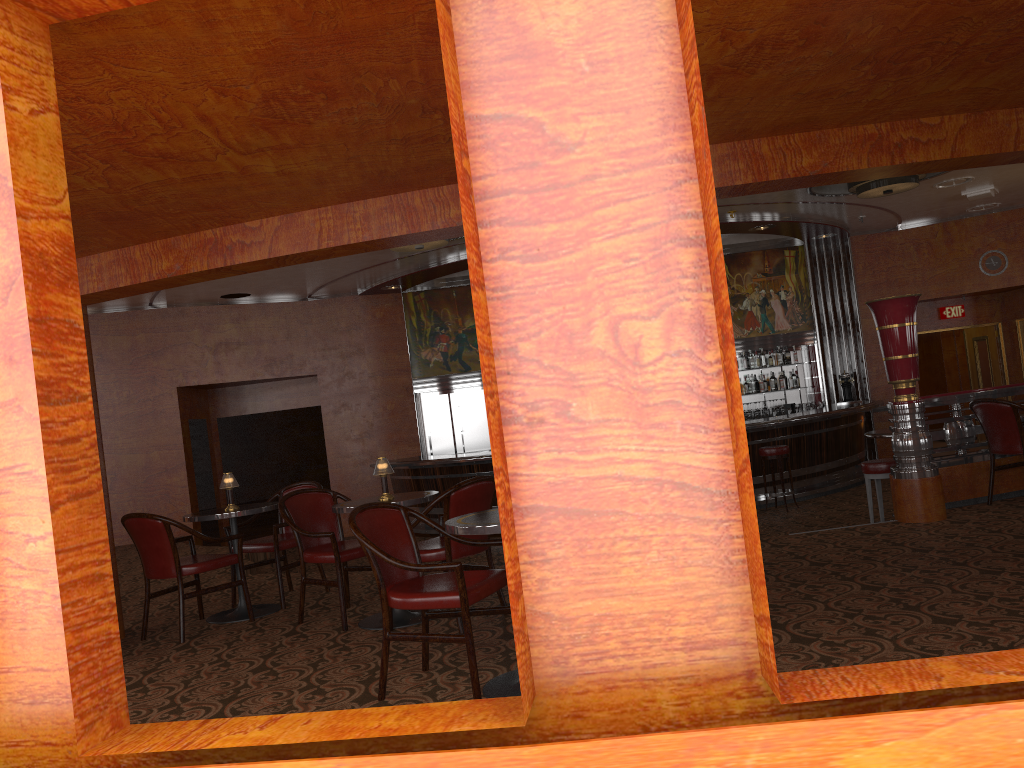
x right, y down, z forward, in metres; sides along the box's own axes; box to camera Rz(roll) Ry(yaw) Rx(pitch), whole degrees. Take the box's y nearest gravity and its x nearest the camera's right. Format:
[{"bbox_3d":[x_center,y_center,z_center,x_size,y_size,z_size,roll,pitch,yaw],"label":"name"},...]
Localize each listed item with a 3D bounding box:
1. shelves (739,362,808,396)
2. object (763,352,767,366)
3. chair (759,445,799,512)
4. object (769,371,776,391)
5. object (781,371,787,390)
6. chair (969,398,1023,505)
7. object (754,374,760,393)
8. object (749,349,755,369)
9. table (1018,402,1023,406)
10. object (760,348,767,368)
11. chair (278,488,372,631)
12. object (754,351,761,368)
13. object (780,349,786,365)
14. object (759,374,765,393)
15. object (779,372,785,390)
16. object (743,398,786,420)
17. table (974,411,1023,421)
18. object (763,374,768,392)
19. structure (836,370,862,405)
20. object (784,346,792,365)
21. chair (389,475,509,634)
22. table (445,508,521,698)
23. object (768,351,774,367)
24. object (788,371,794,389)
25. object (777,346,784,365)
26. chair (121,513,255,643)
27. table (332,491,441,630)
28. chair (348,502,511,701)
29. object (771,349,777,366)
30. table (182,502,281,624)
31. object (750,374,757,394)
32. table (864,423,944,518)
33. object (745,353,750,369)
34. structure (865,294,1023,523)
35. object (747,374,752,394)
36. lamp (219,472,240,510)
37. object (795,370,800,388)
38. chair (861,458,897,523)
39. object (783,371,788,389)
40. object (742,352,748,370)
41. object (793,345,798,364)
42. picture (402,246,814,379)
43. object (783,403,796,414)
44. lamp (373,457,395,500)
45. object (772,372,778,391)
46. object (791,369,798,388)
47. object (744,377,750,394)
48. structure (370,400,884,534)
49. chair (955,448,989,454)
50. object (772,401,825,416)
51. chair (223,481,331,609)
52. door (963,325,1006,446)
[{"bbox_3d":[3.212,-0.064,13.719,2.594,0.568,0.339,-7,-1,-2],"label":"shelves"},{"bbox_3d":[3.902,-0.373,13.740,0.068,0.235,0.212,-7,-1,18],"label":"object"},{"bbox_3d":[3.126,1.111,10.435,0.350,0.755,0.349,-8,-1,39],"label":"chair"},{"bbox_3d":[4.013,-0.043,13.668,0.078,0.305,0.078,-8,-1,36],"label":"object"},{"bbox_3d":[4.195,-0.052,13.716,0.067,0.282,0.067,-6,-1,-42],"label":"object"},{"bbox_3d":[3.803,0.475,6.580,0.615,0.816,0.588,-7,-1,-12],"label":"chair"},{"bbox_3d":[3.797,-0.006,13.795,0.090,0.293,0.090,-7,-1,-23],"label":"object"},{"bbox_3d":[3.689,-0.384,13.668,0.078,0.305,0.078,-7,-1,-11],"label":"object"},{"bbox_3d":[4.245,0.473,6.721,0.640,0.720,0.639,-8,-2,41],"label":"table"},{"bbox_3d":[3.864,-0.406,13.653,0.078,0.305,0.078,-7,-1,-14],"label":"object"},{"bbox_3d":[-1.090,1.052,5.553,0.616,0.816,0.587,-8,-2,38],"label":"chair"},{"bbox_3d":[3.776,-0.378,13.672,0.080,0.272,0.080,-7,-1,-9],"label":"object"},{"bbox_3d":[4.210,-0.419,13.831,0.090,0.256,0.090,-7,-1,4],"label":"object"},{"bbox_3d":[3.857,-0.011,13.690,0.067,0.282,0.067,-6,-1,-37],"label":"object"},{"bbox_3d":[4.145,-0.048,13.646,0.067,0.282,0.067,-7,-1,-27],"label":"object"},{"bbox_3d":[3.790,0.398,13.660,0.951,0.245,0.396,-7,-2,1],"label":"object"},{"bbox_3d":[4.826,0.729,8.227,0.849,0.960,0.850,-7,-1,-22],"label":"table"},{"bbox_3d":[3.929,-0.012,13.775,0.080,0.272,0.080,-7,-1,1],"label":"object"},{"bbox_3d":[5.037,0.061,13.330,0.360,0.540,0.280,-7,-1,18],"label":"structure"},{"bbox_3d":[4.248,-0.447,13.667,0.090,0.293,0.090,-8,-1,32],"label":"object"},{"bbox_3d":[-0.354,0.945,5.043,0.616,0.816,0.587,-8,-2,38],"label":"chair"},{"bbox_3d":[0.080,0.899,3.715,0.640,0.720,0.639,-8,-1,27],"label":"table"},{"bbox_3d":[3.988,-0.387,13.681,0.070,0.238,0.070,-7,-1,-28],"label":"object"},{"bbox_3d":[4.304,-0.062,13.693,0.080,0.272,0.080,-7,-1,1],"label":"object"},{"bbox_3d":[4.131,-0.439,13.678,0.078,0.305,0.078,-7,-1,-21],"label":"object"},{"bbox_3d":[-2.108,1.182,5.670,0.588,0.816,0.615,-8,-1,33],"label":"chair"},{"bbox_3d":[-0.713,1.046,5.308,0.640,0.720,0.639,-8,-1,24],"label":"table"},{"bbox_3d":[-0.347,0.908,3.877,0.615,0.816,0.587,-8,-1,23],"label":"chair"},{"bbox_3d":[4.053,-0.409,13.779,0.080,0.272,0.080,-6,-1,-34],"label":"object"},{"bbox_3d":[-1.871,1.213,6.059,0.639,0.720,0.640,-7,-1,-12],"label":"table"},{"bbox_3d":[3.722,-0.006,13.687,0.078,0.305,0.078,-7,-1,-9],"label":"object"},{"bbox_3d":[3.630,0.866,7.844,0.849,0.960,0.850,-7,-1,0],"label":"table"},{"bbox_3d":[3.654,-0.352,13.773,0.090,0.256,0.090,-7,-1,19],"label":"object"},{"bbox_3d":[4.521,-0.589,7.470,4.351,3.604,0.549,-6,-1,-28],"label":"structure"},{"bbox_3d":[3.714,-0.002,13.776,0.078,0.305,0.206,-7,-1,-6],"label":"object"},{"bbox_3d":[-1.929,0.731,6.062,0.130,0.250,0.130,-7,-1,6],"label":"lamp"},{"bbox_3d":[4.443,-0.075,13.830,0.080,0.272,0.080,-7,-1,-4],"label":"object"},{"bbox_3d":[3.156,1.015,7.427,0.349,0.755,0.350,-6,-1,-43],"label":"chair"},{"bbox_3d":[4.250,-0.061,13.840,0.090,0.293,0.090,-8,-1,32],"label":"object"},{"bbox_3d":[3.586,-0.360,13.664,0.067,0.282,0.067,-8,-1,44],"label":"object"},{"bbox_3d":[4.370,-0.457,13.690,0.067,0.282,0.067,-7,-1,9],"label":"object"},{"bbox_3d":[1.499,-1.114,13.650,6.254,1.322,0.001,-7,-1,-2],"label":"picture"},{"bbox_3d":[4.268,0.381,13.637,0.169,0.156,0.195,-8,-2,23],"label":"object"},{"bbox_3d":[-0.768,0.564,5.318,0.130,0.250,0.130,-7,-1,20],"label":"lamp"},{"bbox_3d":[4.070,-0.041,13.764,0.090,0.293,0.090,-7,-1,-8],"label":"object"},{"bbox_3d":[4.371,-0.085,13.741,0.078,0.305,0.078,-7,-1,11],"label":"object"},{"bbox_3d":[3.630,0.024,13.745,0.080,0.272,0.080,-7,-1,1],"label":"object"},{"bbox_3d":[1.841,1.172,11.995,7.810,1.047,3.208,-7,-2,-2],"label":"structure"},{"bbox_3d":[3.892,0.921,7.319,0.350,0.755,0.349,-8,-1,39],"label":"chair"},{"bbox_3d":[4.088,0.418,13.717,1.425,0.134,0.403,-7,-2,4],"label":"object"},{"bbox_3d":[-1.667,1.151,6.454,0.588,0.816,0.615,-8,-1,33],"label":"chair"},{"bbox_3d":[7.788,0.029,14.518,0.063,1.982,0.808,-7,-1,-8],"label":"door"}]
